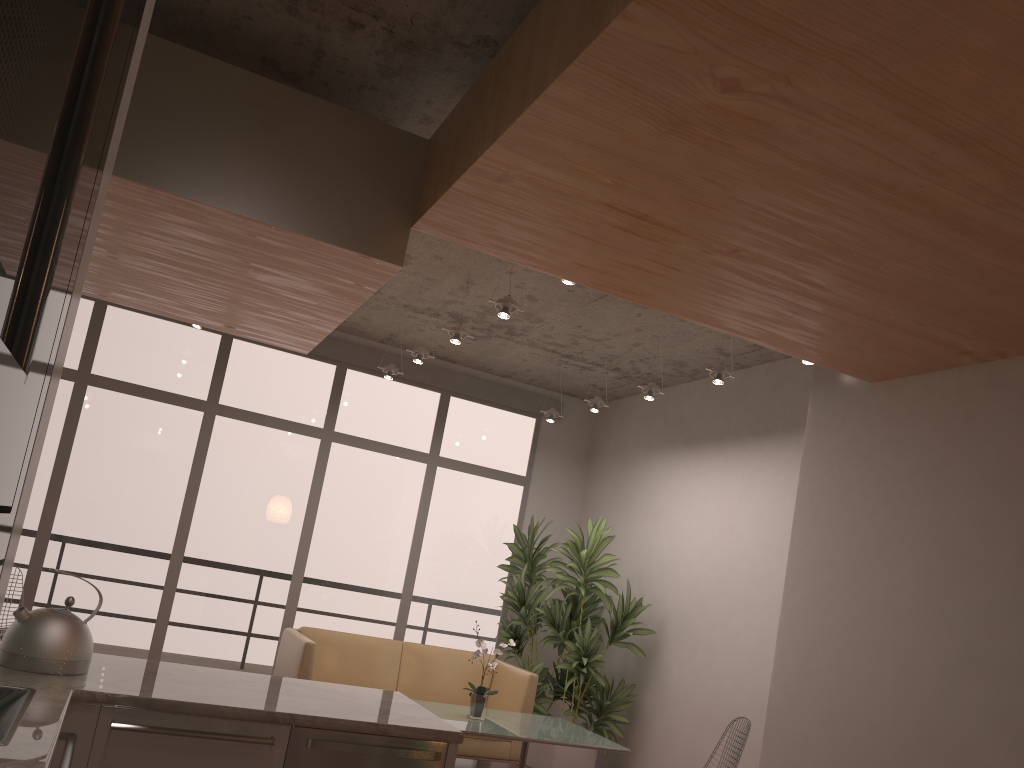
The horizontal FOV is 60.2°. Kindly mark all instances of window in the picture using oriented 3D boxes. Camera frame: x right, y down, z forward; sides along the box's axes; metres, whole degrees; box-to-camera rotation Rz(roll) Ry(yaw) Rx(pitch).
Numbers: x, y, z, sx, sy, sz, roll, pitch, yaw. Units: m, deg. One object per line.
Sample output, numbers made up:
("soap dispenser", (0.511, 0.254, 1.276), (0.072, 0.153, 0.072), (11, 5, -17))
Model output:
("window", (-3.628, 0.696, 7.073), (8.611, 3.237, 0.062), (15, -9, -22))

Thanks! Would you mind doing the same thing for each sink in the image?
("sink", (-1.428, 0.694, 1.976), (0.620, 0.377, 0.649), (15, -12, -21))

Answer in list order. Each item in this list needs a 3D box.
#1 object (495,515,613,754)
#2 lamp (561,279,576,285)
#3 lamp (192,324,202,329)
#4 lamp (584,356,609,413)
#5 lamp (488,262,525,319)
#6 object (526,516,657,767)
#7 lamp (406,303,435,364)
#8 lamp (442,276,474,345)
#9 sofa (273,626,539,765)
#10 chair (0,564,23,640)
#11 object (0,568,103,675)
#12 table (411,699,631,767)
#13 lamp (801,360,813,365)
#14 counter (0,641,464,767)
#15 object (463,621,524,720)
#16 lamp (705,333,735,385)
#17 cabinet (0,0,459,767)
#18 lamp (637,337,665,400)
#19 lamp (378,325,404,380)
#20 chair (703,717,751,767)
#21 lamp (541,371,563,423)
("object", (0.320, 2.250, 7.944), (1.081, 2.077, 0.979), (11, -9, -4))
("lamp", (0.326, -0.731, 4.402), (0.134, 0.476, 0.201), (5, -10, 35))
("lamp", (-2.380, -0.664, 6.832), (0.134, 0.476, 0.201), (5, -10, 35))
("lamp", (0.719, -0.004, 7.234), (0.134, 0.476, 0.201), (5, -10, 35))
("lamp", (-0.002, -0.617, 5.155), (0.134, 0.476, 0.201), (5, -10, 35))
("object", (0.604, 2.160, 7.329), (0.968, 2.077, 1.093), (12, -9, -9))
("lamp", (-0.658, -0.389, 6.660), (0.134, 0.476, 0.201), (5, -10, 35))
("lamp", (-0.330, -0.503, 5.907), (0.134, 0.476, 0.201), (5, -10, 35))
("sofa", (-0.828, 2.382, 6.633), (1.812, 0.826, 0.887), (15, -11, -22))
("chair", (-3.848, 1.746, 6.409), (0.546, 0.889, 0.566), (14, -10, -22))
("object", (-1.424, 0.731, 2.749), (0.262, 0.301, 0.266), (11, -10, -6))
("table", (-0.350, 2.334, 5.435), (1.881, 0.552, 0.949), (15, -13, -22))
("lamp", (1.736, 0.186, 0.786), (0.446, 3.348, 8.347), (11, -12, -3))
("counter", (-0.020, 0.357, 2.180), (3.235, 1.329, 3.098), (15, -13, -21))
("object", (-0.161, 1.797, 5.516), (0.300, 0.582, 0.373), (15, -10, -27))
("lamp", (1.375, -0.233, 5.728), (0.134, 0.476, 0.201), (5, -10, 35))
("cabinet", (-0.437, 0.491, 1.335), (1.925, 2.243, 4.287), (14, -12, -21))
("lamp", (1.047, -0.118, 6.481), (0.134, 0.476, 0.201), (5, -10, 35))
("lamp", (-0.986, -0.275, 7.413), (0.134, 0.476, 0.201), (5, -10, 35))
("chair", (1.025, 2.331, 5.082), (0.561, 0.889, 0.551), (11, -9, -2))
("lamp", (0.391, 0.110, 7.987), (0.134, 0.476, 0.201), (5, -10, 35))
